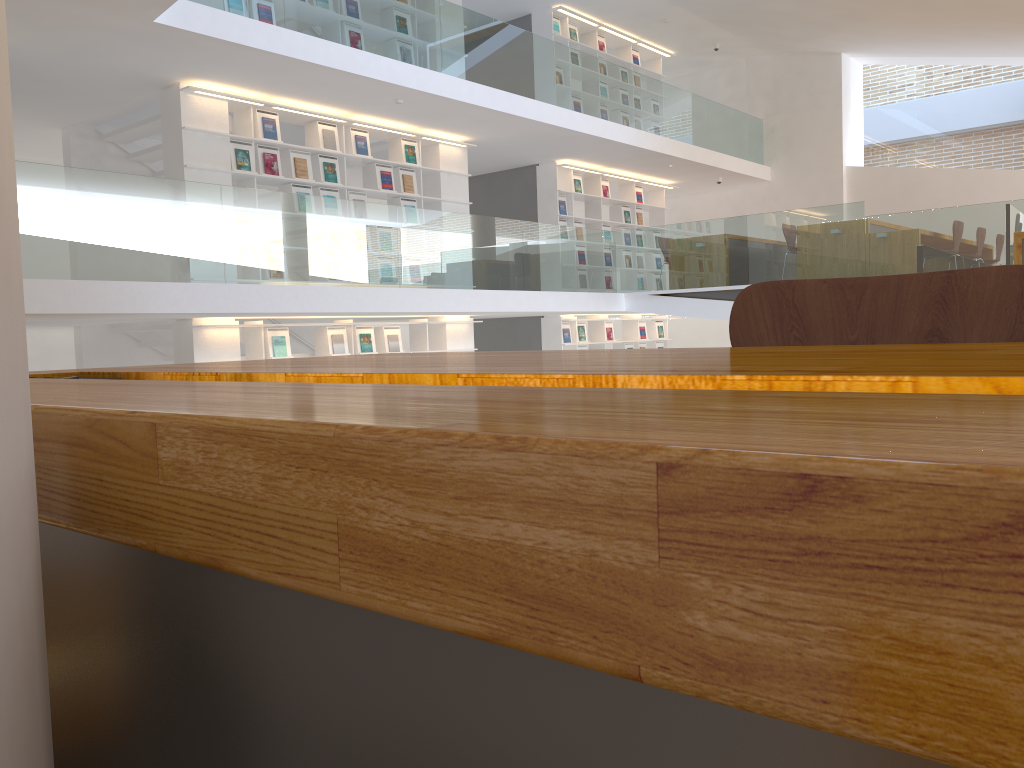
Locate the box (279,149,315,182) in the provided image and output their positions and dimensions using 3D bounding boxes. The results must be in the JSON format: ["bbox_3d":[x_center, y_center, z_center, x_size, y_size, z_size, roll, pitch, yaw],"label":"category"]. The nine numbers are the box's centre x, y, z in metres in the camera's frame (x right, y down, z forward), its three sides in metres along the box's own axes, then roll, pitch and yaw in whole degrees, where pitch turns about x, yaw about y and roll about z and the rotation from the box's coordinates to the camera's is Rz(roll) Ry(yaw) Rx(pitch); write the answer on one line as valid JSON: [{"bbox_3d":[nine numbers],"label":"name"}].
[{"bbox_3d":[-2.140,-2.147,8.788,0.274,0.296,0.245,1,4,40],"label":"box"}]

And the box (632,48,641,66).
[{"bbox_3d":[1.804,-4.926,13.492,0.274,0.296,0.245,1,4,40],"label":"box"}]

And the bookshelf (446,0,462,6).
[{"bbox_3d":[-1.827,-3.883,9.122,0.498,1.836,3.666,1,4,40],"label":"bookshelf"}]

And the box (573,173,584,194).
[{"bbox_3d":[0.839,-2.780,12.391,0.274,0.296,0.245,1,4,40],"label":"box"}]

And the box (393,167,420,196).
[{"bbox_3d":[-1.215,-2.239,9.877,0.274,0.296,0.245,1,4,40],"label":"box"}]

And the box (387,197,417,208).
[{"bbox_3d":[-1.203,-1.912,9.897,0.274,0.296,0.245,1,4,40],"label":"box"}]

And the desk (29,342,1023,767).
[{"bbox_3d":[0.801,0.298,0.041,3.185,0.606,0.760,1,4,40],"label":"desk"}]

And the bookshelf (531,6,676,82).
[{"bbox_3d":[1.444,-4.211,12.973,0.498,1.836,2.984,1,4,40],"label":"bookshelf"}]

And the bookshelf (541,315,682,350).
[{"bbox_3d":[1.580,-0.113,13.205,0.498,1.836,2.984,1,4,40],"label":"bookshelf"}]

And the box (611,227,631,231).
[{"bbox_3d":[1.660,-2.205,13.370,0.274,0.296,0.245,1,4,40],"label":"box"}]

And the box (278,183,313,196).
[{"bbox_3d":[-2.128,-1.819,8.807,0.274,0.296,0.245,1,4,40],"label":"box"}]

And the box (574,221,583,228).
[{"bbox_3d":[0.862,-2.125,12.429,0.274,0.296,0.245,1,4,40],"label":"box"}]

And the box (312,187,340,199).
[{"bbox_3d":[-1.909,-1.840,9.065,0.274,0.296,0.245,1,4,40],"label":"box"}]

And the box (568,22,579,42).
[{"bbox_3d":[0.771,-4.822,12.275,0.274,0.296,0.245,1,4,40],"label":"box"}]

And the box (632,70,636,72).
[{"bbox_3d":[1.815,-4.599,13.511,0.274,0.296,0.245,1,4,40],"label":"box"}]

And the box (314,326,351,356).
[{"bbox_3d":[-1.855,-0.441,9.153,0.274,0.296,0.245,1,4,40],"label":"box"}]

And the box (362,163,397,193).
[{"bbox_3d":[-1.435,-2.220,9.619,0.274,0.296,0.245,1,4,40],"label":"box"}]

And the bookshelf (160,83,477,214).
[{"bbox_3d":[-1.759,-1.841,9.238,0.498,1.836,3.666,1,4,40],"label":"bookshelf"}]

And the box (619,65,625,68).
[{"bbox_3d":[1.585,-4.575,13.240,0.274,0.296,0.245,1,4,40],"label":"box"}]

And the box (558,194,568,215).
[{"bbox_3d":[0.605,-2.428,12.120,0.274,0.296,0.245,1,4,40],"label":"box"}]

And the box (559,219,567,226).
[{"bbox_3d":[0.620,-2.100,12.143,0.274,0.296,0.245,1,4,40],"label":"box"}]

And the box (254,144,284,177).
[{"bbox_3d":[-2.381,-2.124,8.523,0.274,0.296,0.245,1,4,40],"label":"box"}]

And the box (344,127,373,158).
[{"bbox_3d":[-1.654,-2.525,9.355,0.274,0.296,0.245,1,4,40],"label":"box"}]

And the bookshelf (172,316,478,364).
[{"bbox_3d":[-1.729,0.215,9.387,0.397,1.836,3.666,1,4,40],"label":"bookshelf"}]

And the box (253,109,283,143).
[{"bbox_3d":[-2.382,-2.452,8.496,0.274,0.296,0.245,1,4,40],"label":"box"}]

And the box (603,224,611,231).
[{"bbox_3d":[1.313,-2.170,12.961,0.274,0.296,0.245,1,4,40],"label":"box"}]

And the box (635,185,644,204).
[{"bbox_3d":[1.872,-2.883,13.608,0.274,0.296,0.245,1,4,40],"label":"box"}]

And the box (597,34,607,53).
[{"bbox_3d":[1.211,-4.867,12.789,0.274,0.296,0.245,1,4,40],"label":"box"}]

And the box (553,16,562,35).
[{"bbox_3d":[0.515,-4.796,11.973,0.274,0.296,0.245,1,4,40],"label":"box"}]

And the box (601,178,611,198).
[{"bbox_3d":[1.279,-2.825,12.905,0.274,0.296,0.245,1,4,40],"label":"box"}]

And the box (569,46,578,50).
[{"bbox_3d":[0.783,-4.496,12.294,0.274,0.296,0.245,1,4,40],"label":"box"}]

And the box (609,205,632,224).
[{"bbox_3d":[1.649,-2.532,13.351,0.274,0.296,0.245,1,4,40],"label":"box"}]

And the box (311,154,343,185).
[{"bbox_3d":[-1.917,-2.169,9.050,0.274,0.296,0.245,1,4,40],"label":"box"}]

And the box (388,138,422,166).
[{"bbox_3d":[-1.195,-2.571,9.896,0.274,0.296,0.245,1,4,40],"label":"box"}]

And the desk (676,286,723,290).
[{"bbox_3d":[3.207,-1.525,11.619,0.760,0.606,3.194,1,4,40],"label":"desk"}]

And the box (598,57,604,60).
[{"bbox_3d":[1.223,-4.538,12.813,0.274,0.296,0.245,1,4,40],"label":"box"}]

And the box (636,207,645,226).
[{"bbox_3d":[1.883,-2.556,13.627,0.274,0.296,0.245,1,4,40],"label":"box"}]

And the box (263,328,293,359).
[{"bbox_3d":[-2.314,-0.396,8.613,0.274,0.296,0.245,1,4,40],"label":"box"}]

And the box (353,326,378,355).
[{"bbox_3d":[-1.614,-0.465,9.437,0.274,0.296,0.245,1,4,40],"label":"box"}]

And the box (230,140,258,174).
[{"bbox_3d":[-2.568,-2.105,8.283,0.274,0.296,0.245,1,4,40],"label":"box"}]

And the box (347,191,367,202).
[{"bbox_3d":[-1.671,-1.865,9.346,0.274,0.296,0.245,1,4,40],"label":"box"}]

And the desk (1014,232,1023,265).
[{"bbox_3d":[4.682,-0.494,5.017,3.216,1.022,1.248,1,4,40],"label":"desk"}]

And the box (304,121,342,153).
[{"bbox_3d":[-1.924,-2.498,9.037,0.274,0.296,0.245,1,4,40],"label":"box"}]

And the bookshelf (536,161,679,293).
[{"bbox_3d":[1.512,-2.169,13.089,0.498,1.836,2.984,1,4,40],"label":"bookshelf"}]
